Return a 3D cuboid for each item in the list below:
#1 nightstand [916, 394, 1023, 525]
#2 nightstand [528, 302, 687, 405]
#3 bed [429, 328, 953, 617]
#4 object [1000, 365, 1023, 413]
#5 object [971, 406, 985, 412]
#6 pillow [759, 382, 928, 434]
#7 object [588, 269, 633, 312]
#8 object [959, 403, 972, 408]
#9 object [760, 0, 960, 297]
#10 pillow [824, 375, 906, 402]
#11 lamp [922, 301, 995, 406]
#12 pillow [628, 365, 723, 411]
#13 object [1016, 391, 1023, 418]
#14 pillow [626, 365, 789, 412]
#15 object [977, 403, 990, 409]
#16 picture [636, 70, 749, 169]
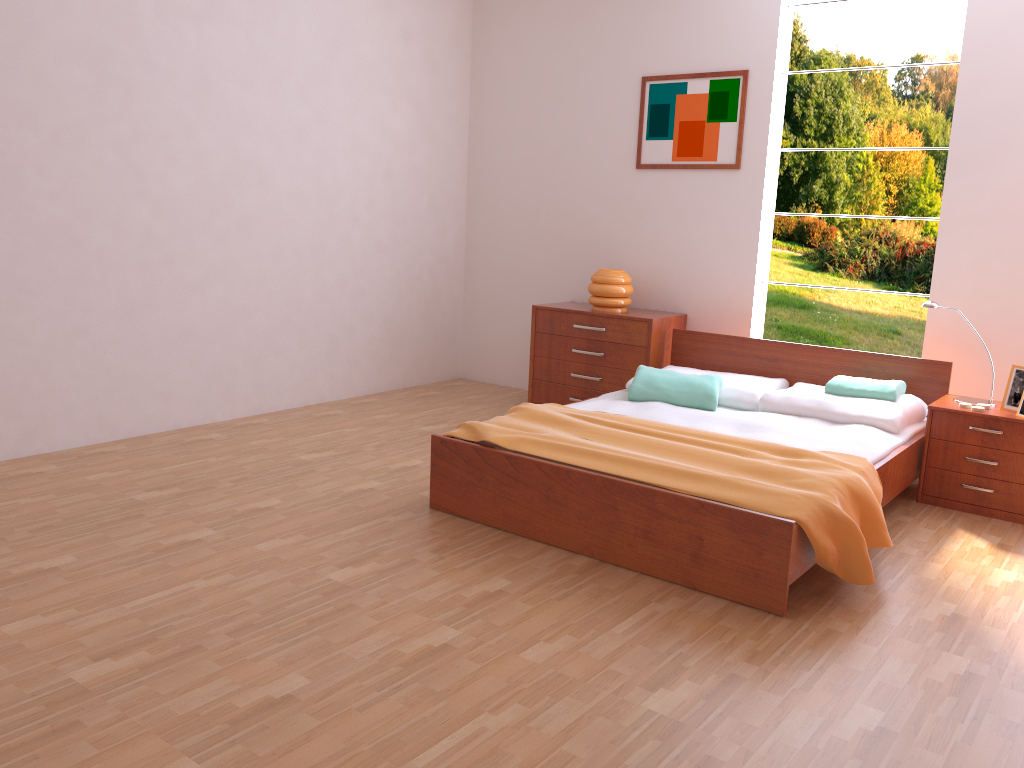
[{"bbox_3d":[2.029,0.317,3.792,0.439,0.442,0.377,10,13,36],"label":"nightstand"},{"bbox_3d":[0.547,-0.129,5.263,0.815,0.626,0.428,10,13,36],"label":"nightstand"},{"bbox_3d":[0.914,0.202,3.743,1.632,0.560,1.990,10,13,36],"label":"bed"},{"bbox_3d":[2.096,0.025,3.655,0.037,0.191,0.131,-2,12,-23],"label":"object"},{"bbox_3d":[1.929,0.105,3.672,0.049,0.018,0.049,7,12,23],"label":"object"},{"bbox_3d":[1.540,0.115,4.097,0.630,0.182,0.574,10,13,35],"label":"pillow"},{"bbox_3d":[0.575,-0.547,5.173,0.264,0.244,0.264,-5,13,-36],"label":"object"},{"bbox_3d":[1.910,0.092,3.736,0.049,0.018,0.049,7,12,23],"label":"object"},{"bbox_3d":[2.274,-0.952,4.188,2.205,1.815,0.033,10,13,36],"label":"object"},{"bbox_3d":[1.634,0.028,4.104,0.322,0.116,0.276,10,13,33],"label":"pillow"},{"bbox_3d":[1.937,-0.136,3.847,0.337,0.421,0.163,7,12,24],"label":"lamp"},{"bbox_3d":[0.779,0.021,4.202,0.425,0.164,0.334,5,11,13],"label":"pillow"},{"bbox_3d":[2.070,0.071,3.547,0.027,0.137,0.094,1,11,-8],"label":"object"},{"bbox_3d":[0.986,0.018,4.483,0.682,0.157,0.574,9,12,30],"label":"pillow"},{"bbox_3d":[1.985,0.096,3.733,0.049,0.018,0.049,7,12,23],"label":"object"},{"bbox_3d":[1.002,-1.472,4.979,0.645,0.517,0.030,10,13,36],"label":"picture"}]
